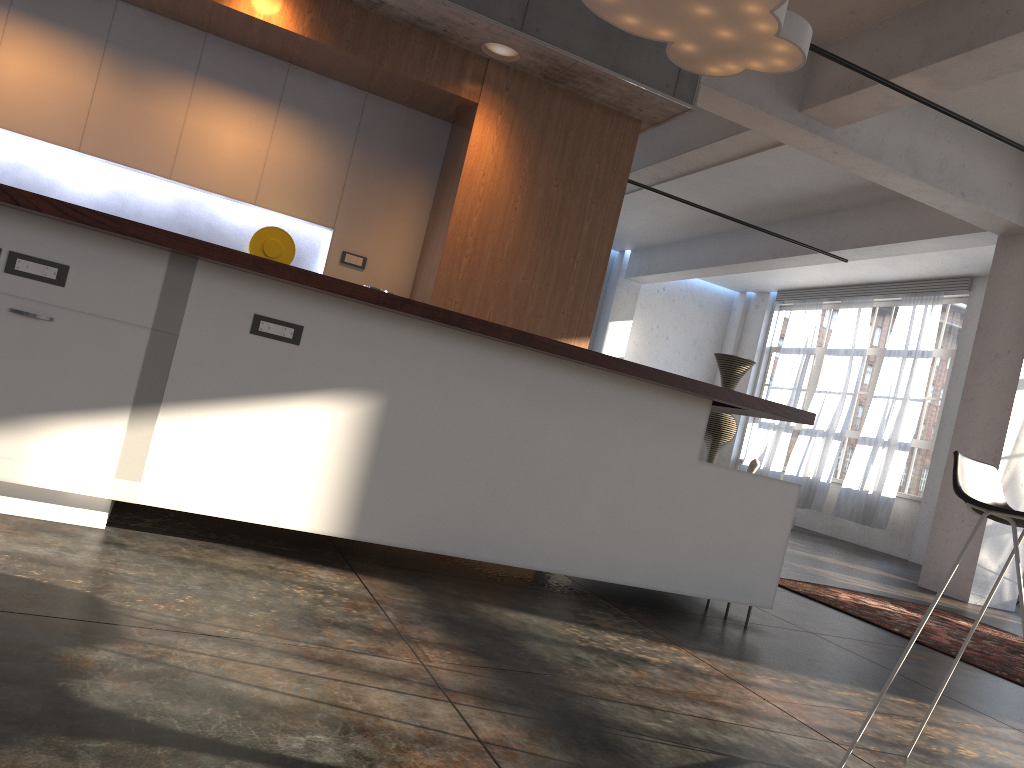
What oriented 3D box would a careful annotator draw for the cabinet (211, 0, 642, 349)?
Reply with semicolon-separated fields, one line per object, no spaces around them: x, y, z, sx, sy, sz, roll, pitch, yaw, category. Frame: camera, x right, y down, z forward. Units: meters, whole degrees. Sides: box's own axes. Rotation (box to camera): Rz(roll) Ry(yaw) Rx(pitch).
-3.549;-1.470;5.214;8.241;2.562;2.340;14;-2;-23;cabinet

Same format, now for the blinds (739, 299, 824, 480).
4.636;0.120;15.123;0.345;3.696;1.017;14;-2;-24;blinds

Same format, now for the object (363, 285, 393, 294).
-0.835;-0.491;5.387;0.187;0.170;0.194;13;-2;27;object

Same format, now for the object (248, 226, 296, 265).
-1.435;-0.742;5.264;0.279;0.381;0.098;14;-2;-22;object

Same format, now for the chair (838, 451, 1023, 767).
1.175;0.644;2.115;0.493;0.895;0.474;12;-2;45;chair

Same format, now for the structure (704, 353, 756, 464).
3.140;0.738;13.506;0.688;2.325;0.738;14;-2;-22;structure

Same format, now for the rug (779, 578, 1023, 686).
2.943;1.547;4.913;1.885;0.029;2.838;14;-2;-21;rug

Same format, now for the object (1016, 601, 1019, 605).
5.017;1.178;7.633;1.073;1.919;1.161;14;-2;-22;object

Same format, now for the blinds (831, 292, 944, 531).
5.515;0.258;12.796;0.367;3.673;1.015;14;-2;-22;blinds

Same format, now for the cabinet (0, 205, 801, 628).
-1.518;-0.034;3.121;5.742;0.930;0.907;14;-2;-23;cabinet

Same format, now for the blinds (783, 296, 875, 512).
5.058;0.192;14.032;0.320;3.712;1.008;14;-2;-22;blinds

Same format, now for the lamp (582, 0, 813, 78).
0.873;-1.759;4.199;0.990;0.130;1.098;13;-2;25;lamp

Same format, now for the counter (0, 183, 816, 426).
-2.071;-0.205;2.893;6.766;0.971;1.123;14;-2;-23;counter
